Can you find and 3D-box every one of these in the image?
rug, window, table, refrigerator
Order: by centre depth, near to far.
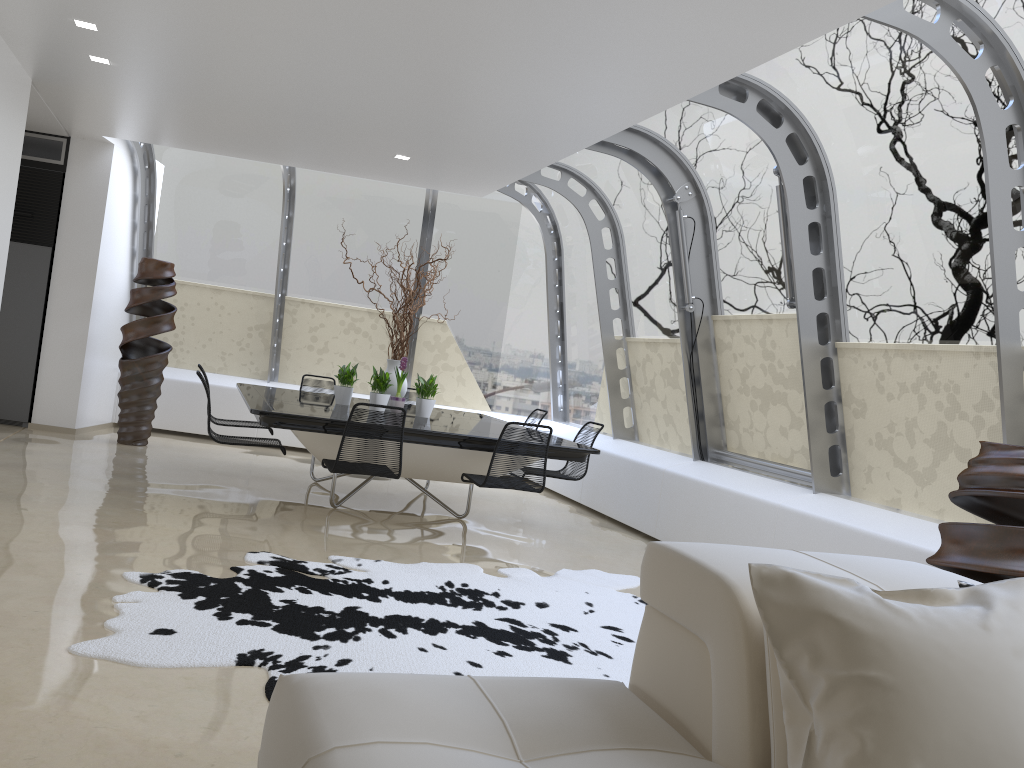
[{"bbox_3d":[-4.458,-0.899,3.266,16.693,3.674,16.171,8,1,-13],"label":"window"},{"bbox_3d":[-0.258,1.145,4.189,3.220,0.008,2.705,8,1,-19],"label":"rug"},{"bbox_3d":[-1.038,0.612,7.482,2.494,0.759,3.031,8,1,-19],"label":"table"},{"bbox_3d":[-5.156,-0.555,8.797,1.006,1.742,0.234,8,1,-6],"label":"refrigerator"}]

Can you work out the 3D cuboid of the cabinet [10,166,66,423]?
[{"bbox_3d":[-5.723,-0.983,9.033,2.252,2.558,0.831,8,1,-5],"label":"cabinet"}]

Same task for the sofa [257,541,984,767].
[{"bbox_3d":[1.613,1.027,0.671,3.257,0.866,4.169,8,1,-19],"label":"sofa"}]

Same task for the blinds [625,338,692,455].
[{"bbox_3d":[1.429,0.113,8.110,0.329,1.027,1.430,8,1,-19],"label":"blinds"}]

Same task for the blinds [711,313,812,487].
[{"bbox_3d":[1.918,0.106,6.644,0.387,1.214,1.376,8,1,-19],"label":"blinds"}]

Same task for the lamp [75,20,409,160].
[{"bbox_3d":[-3.838,-2.267,1.351,9.775,0.004,9.928,8,1,-19],"label":"lamp"}]

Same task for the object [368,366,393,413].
[{"bbox_3d":[-1.067,0.043,7.147,0.215,0.369,0.284,8,1,14],"label":"object"}]

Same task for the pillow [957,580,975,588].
[{"bbox_3d":[1.241,0.707,1.774,0.604,0.471,0.394,8,1,-3],"label":"pillow"}]

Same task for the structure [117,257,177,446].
[{"bbox_3d":[-3.608,-0.308,8.718,0.498,1.843,0.493,8,1,-8],"label":"structure"}]

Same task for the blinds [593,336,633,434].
[{"bbox_3d":[0.944,0.557,9.794,0.663,2.118,1.829,8,1,-19],"label":"blinds"}]

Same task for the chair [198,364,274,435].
[{"bbox_3d":[-2.405,0.132,7.712,0.688,0.519,0.446,8,1,-19],"label":"chair"}]

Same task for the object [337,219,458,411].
[{"bbox_3d":[-1.052,-0.556,7.449,1.031,1.549,1.135,8,1,-27],"label":"object"}]

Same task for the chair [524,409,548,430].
[{"bbox_3d":[-0.053,0.462,8.544,0.688,0.519,0.446,8,1,-19],"label":"chair"}]

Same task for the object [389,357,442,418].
[{"bbox_3d":[-0.784,0.030,7.385,0.417,0.476,0.238,8,1,9],"label":"object"}]

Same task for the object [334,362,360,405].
[{"bbox_3d":[-1.401,-0.010,7.487,0.215,0.369,0.284,8,1,19],"label":"object"}]

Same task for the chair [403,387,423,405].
[{"bbox_3d":[-1.041,0.313,9.089,0.446,0.519,0.688,8,1,-19],"label":"chair"}]

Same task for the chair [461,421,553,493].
[{"bbox_3d":[-0.021,0.497,6.136,0.446,0.519,0.688,8,1,-19],"label":"chair"}]

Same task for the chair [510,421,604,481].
[{"bbox_3d":[0.362,0.537,7.340,0.688,0.519,0.446,8,1,-19],"label":"chair"}]

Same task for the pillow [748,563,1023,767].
[{"bbox_3d":[2.114,0.810,1.192,3.322,0.530,1.656,9,1,41],"label":"pillow"}]

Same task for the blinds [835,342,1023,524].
[{"bbox_3d":[2.432,0.293,5.204,0.329,1.027,1.430,8,1,-19],"label":"blinds"}]

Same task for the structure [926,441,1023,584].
[{"bbox_3d":[2.056,0.880,3.640,0.672,1.258,0.674,8,1,-42],"label":"structure"}]

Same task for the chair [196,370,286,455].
[{"bbox_3d":[-1.989,0.207,6.507,0.688,0.519,0.446,8,1,-19],"label":"chair"}]

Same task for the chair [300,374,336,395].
[{"bbox_3d":[-1.906,0.191,8.783,0.446,0.519,0.688,8,1,-19],"label":"chair"}]

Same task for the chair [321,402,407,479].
[{"bbox_3d":[-0.954,0.366,5.806,0.446,0.519,0.688,8,1,-19],"label":"chair"}]
